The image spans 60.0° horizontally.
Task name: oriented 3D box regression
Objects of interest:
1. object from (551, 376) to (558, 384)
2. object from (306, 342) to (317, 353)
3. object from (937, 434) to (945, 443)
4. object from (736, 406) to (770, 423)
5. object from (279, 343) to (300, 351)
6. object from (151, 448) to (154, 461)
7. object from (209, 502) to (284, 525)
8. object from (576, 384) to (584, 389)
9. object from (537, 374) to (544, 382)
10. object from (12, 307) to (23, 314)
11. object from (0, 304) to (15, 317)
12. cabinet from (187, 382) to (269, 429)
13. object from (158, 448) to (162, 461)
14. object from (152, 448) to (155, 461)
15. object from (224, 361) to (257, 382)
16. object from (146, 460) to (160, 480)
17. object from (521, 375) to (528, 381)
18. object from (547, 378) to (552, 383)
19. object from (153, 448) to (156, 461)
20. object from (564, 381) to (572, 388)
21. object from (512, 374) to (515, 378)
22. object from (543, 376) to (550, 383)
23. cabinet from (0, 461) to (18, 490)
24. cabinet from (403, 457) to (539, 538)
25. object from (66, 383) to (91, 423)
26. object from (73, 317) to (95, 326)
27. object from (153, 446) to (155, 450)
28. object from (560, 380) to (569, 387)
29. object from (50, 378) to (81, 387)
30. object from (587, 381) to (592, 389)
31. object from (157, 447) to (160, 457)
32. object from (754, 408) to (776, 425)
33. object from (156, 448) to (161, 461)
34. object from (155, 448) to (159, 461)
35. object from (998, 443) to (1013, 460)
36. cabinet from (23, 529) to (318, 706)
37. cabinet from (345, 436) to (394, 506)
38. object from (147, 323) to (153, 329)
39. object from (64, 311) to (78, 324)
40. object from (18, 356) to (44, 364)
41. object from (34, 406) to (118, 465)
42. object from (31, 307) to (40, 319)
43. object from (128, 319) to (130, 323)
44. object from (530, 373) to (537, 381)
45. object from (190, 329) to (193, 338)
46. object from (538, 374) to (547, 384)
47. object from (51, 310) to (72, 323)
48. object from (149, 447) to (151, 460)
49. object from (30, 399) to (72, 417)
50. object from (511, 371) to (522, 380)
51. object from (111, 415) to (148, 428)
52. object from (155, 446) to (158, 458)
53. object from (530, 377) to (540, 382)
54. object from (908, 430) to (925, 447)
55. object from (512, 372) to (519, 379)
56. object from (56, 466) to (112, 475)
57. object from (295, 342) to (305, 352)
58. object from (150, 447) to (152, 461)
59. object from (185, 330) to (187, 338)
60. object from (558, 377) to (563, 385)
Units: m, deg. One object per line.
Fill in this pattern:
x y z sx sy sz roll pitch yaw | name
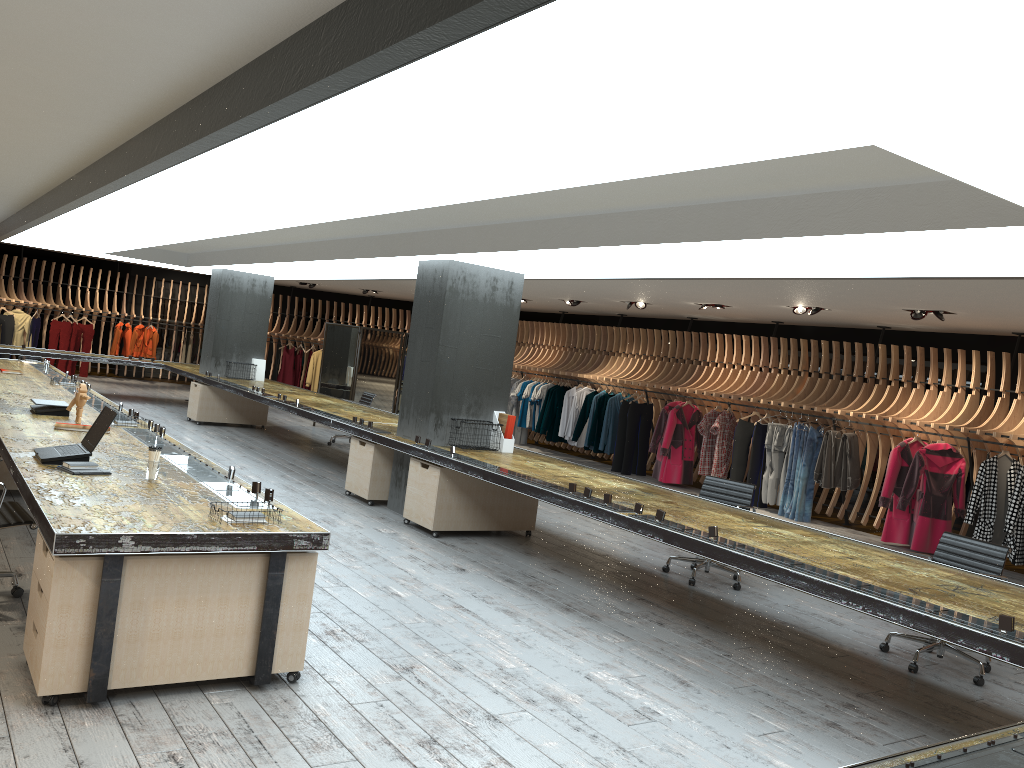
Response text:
0.809 -0.005 16.862 0.524 0.284 0.014 7 1 -24 | object
-4.814 -0.872 21.465 0.012 0.270 0.525 8 1 20 | object
5.099 0.725 10.545 0.525 0.270 0.012 7 1 -4 | object
3.539 0.454 12.872 0.525 0.270 0.012 8 1 6 | object
-5.385 -0.948 21.511 0.524 0.270 0.012 6 1 -34 | object
-1.985 0.432 4.877 0.007 0.170 0.030 7 1 -24 | object
-1.253 0.612 4.179 0.302 0.074 0.217 6 2 -40 | object
1.259 0.058 16.240 0.524 0.270 0.012 7 1 -29 | object
0.556 -0.056 17.265 0.524 0.270 0.012 7 1 -29 | object
-10.733 -1.583 19.268 0.525 0.270 0.012 7 1 -9 | object
-10.920 -1.600 19.022 0.525 0.270 0.012 7 1 -9 | object
-4.614 0.354 14.450 1.130 0.630 0.594 6 1 -34 | cabinet
-1.959 0.435 4.899 0.030 0.170 0.007 7 1 -41 | object
-1.980 0.433 4.876 0.007 0.170 0.030 7 1 -38 | object
-4.495 -0.210 14.709 0.459 0.289 0.330 7 1 -32 | object
-1.985 0.477 4.899 0.061 0.111 0.061 7 1 -1 | object
0.260 -0.109 17.724 0.012 0.270 0.524 8 1 40 | object
0.727 -0.030 17.013 0.012 0.270 0.524 8 1 40 | object
-1.975 0.433 4.877 0.030 0.170 0.007 8 1 39 | object
1.046 0.030 16.547 0.524 0.270 0.012 7 1 -29 | object
-0.010 -0.154 18.088 0.525 0.270 0.012 7 1 -19 | object
0.673 -0.029 17.115 0.524 0.285 0.013 6 1 -39 | object
-4.108 0.610 7.664 1.130 0.630 0.594 6 1 -34 | cabinet
-0.367 1.076 8.410 1.130 0.630 0.594 6 1 -34 | cabinet
-3.296 0.152 6.805 0.321 0.300 0.097 8 1 39 | object
-9.738 -1.480 20.193 0.525 0.270 0.012 8 1 6 | object
-1.988 0.431 4.918 0.030 0.170 0.007 8 1 32 | object
0.987 0.019 16.660 0.524 0.270 0.012 6 1 -34 | object
-4.860 -0.013 9.673 0.302 0.071 0.209 6 2 -40 | object
1.390 0.081 16.048 0.524 0.270 0.012 6 1 -34 | object
-1.969 0.433 4.916 0.007 0.170 0.030 7 1 -4 | object
3.666 0.476 12.701 0.524 0.270 0.012 6 1 -34 | object
-1.961 0.435 4.889 0.030 0.170 0.007 7 1 -14 | object
-1.967 0.434 4.881 0.030 0.170 0.007 8 1 13 | object
5.539 0.798 9.956 0.525 0.270 0.012 7 1 -14 | object
-1.589 1.037 4.148 1.130 0.630 0.594 6 1 -34 | cabinet
-1.124 0.946 9.526 1.130 0.630 0.594 6 1 -34 | cabinet
-8.527 -1.342 20.927 0.526 0.270 0.012 8 1 36 | object
-9.964 -1.504 20.015 0.525 0.270 0.012 8 1 26 | object
-6.758 -0.336 12.456 0.302 0.074 0.217 6 2 -40 | object
-2.539 0.288 5.151 0.365 0.316 0.373 7 1 -34 | object
-10.475 -1.560 19.544 0.012 0.270 0.525 7 1 -10 | object
-8.959 -1.392 20.723 0.012 0.270 0.526 7 1 -30 | object
0.429 -0.078 17.470 0.525 0.270 0.012 7 1 -9 | object
-7.670 -1.237 21.266 0.012 0.270 0.525 7 1 -15 | object
0.623 -0.040 17.207 0.523 0.290 0.013 6 1 -40 | object
-10.092 -1.518 19.911 0.525 0.270 0.012 8 1 11 | object
-1.994 0.431 4.881 0.007 0.170 0.030 7 1 3 | object
-3.731 0.192 7.166 0.262 0.088 0.373 6 2 -34 | object
0.147 -0.127 17.856 0.525 0.270 0.012 7 1 -19 | object
-3.061 0.298 7.017 0.302 0.074 0.217 6 2 -40 | object
-1.978 0.432 4.919 0.007 0.170 0.030 7 1 -31 | object
0.472 -0.063 17.338 0.523 0.288 0.015 7 1 -24 | object
4.948 0.698 10.831 0.525 0.270 0.012 7 1 -14 | object
0.065 -0.141 17.964 0.524 0.270 0.012 6 1 -44 | object
-2.346 0.472 4.864 0.219 0.019 0.213 9 2 40 | object
-5.119 -0.913 21.494 0.012 0.270 0.526 7 1 -40 | object
-1.990 0.432 4.878 0.007 0.170 0.030 7 1 -12 | object
-7.786 -1.251 21.207 0.012 0.270 0.525 7 1 -20 | object
0.930 0.010 16.721 0.524 0.270 0.012 6 1 -34 | object
